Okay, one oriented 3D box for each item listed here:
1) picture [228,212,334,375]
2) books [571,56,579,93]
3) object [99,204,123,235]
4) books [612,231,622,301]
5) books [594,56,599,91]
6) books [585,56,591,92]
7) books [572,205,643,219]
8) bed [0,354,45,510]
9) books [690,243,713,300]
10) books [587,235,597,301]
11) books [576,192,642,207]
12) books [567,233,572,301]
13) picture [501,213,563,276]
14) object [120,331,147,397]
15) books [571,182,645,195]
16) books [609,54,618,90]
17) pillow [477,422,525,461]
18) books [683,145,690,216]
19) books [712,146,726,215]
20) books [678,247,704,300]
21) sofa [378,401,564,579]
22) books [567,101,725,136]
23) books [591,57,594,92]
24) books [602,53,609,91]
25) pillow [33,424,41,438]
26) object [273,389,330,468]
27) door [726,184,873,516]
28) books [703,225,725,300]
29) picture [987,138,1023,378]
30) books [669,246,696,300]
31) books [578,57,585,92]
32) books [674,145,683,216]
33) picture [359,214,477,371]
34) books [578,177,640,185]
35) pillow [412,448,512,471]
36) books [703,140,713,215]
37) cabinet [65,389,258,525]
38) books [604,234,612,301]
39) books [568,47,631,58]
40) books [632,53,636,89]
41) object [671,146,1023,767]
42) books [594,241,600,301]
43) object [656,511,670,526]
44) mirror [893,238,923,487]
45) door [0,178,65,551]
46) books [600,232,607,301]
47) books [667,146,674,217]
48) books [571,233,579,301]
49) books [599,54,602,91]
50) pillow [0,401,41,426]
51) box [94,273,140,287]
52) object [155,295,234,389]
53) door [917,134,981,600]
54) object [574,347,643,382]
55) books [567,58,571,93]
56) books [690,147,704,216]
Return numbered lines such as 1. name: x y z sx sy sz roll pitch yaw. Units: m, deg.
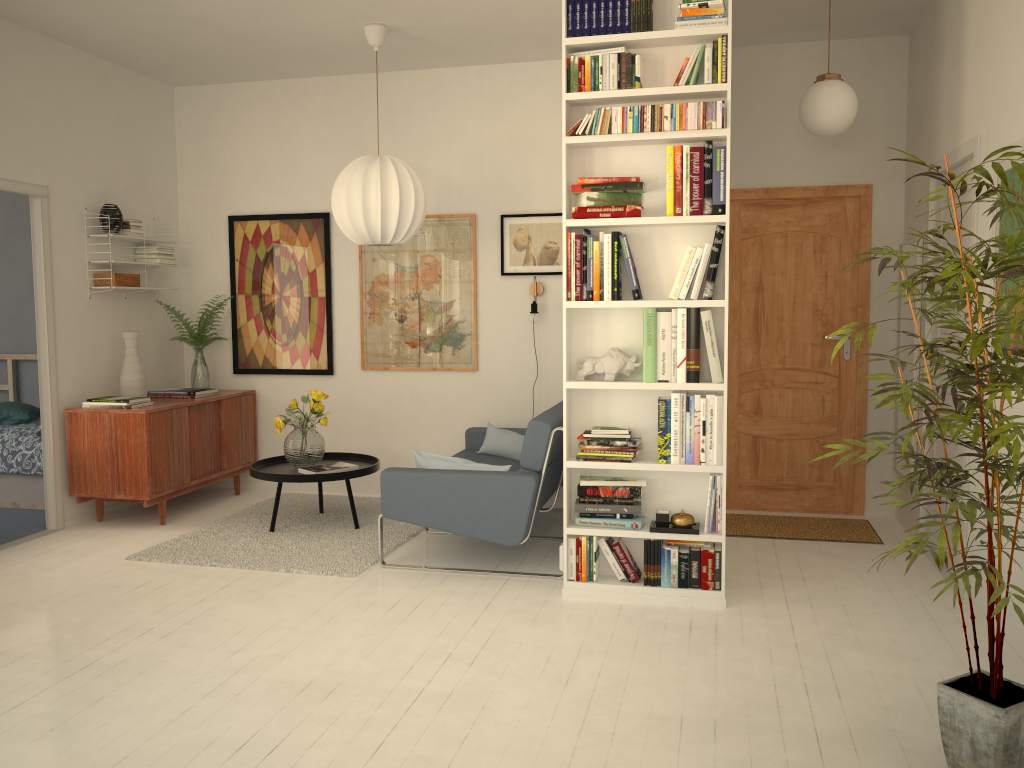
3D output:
1. picture: -1.641 -0.631 6.290 0.778 1.133 0.018 1 5 13
2. books: 0.291 -1.345 3.926 0.034 0.162 0.197 1 5 13
3. object: -2.511 -1.030 5.554 0.139 0.200 0.139 -3 6 -33
4. books: 0.468 -0.522 3.945 0.033 0.306 0.150 1 5 13
5. books: 0.388 -1.345 3.917 0.024 0.155 0.188 1 5 13
6. books: 0.348 -1.341 3.910 0.023 0.152 0.199 1 5 13
7. books: 0.432 -0.753 3.945 0.301 0.056 0.202 1 5 13
8. bed: -3.486 0.300 6.306 1.656 0.973 0.934 1 5 13
9. books: 0.832 -0.488 3.884 0.092 0.244 0.197 1 5 13
10. books: 0.365 -0.517 3.982 0.030 0.289 0.200 1 5 13
11. books: 0.432 -0.813 3.949 0.268 0.064 0.128 -2 5 -16
12. books: 0.277 -0.525 4.017 0.021 0.301 0.222 1 5 13
13. picture: 0.161 -0.919 5.845 0.481 0.402 0.015 1 5 13
14. object: -2.414 -0.111 5.647 0.158 0.445 0.160 -4 6 -37
15. books: 0.436 -0.865 3.957 0.314 0.035 0.205 1 5 13
16. books: 0.456 -1.341 3.894 0.035 0.158 0.200 1 5 13
17. pillow: 0.044 0.387 5.665 0.540 0.277 0.157 1 5 15
18. books: 0.763 -0.872 3.868 0.029 0.301 0.185 1 5 13
19. books: 0.895 -0.864 3.829 0.054 0.289 0.179 1 5 13
20. books: 0.784 -0.480 3.872 0.105 0.225 0.138 1 5 13
21. sofa: -0.045 0.490 5.044 0.964 0.773 1.604 1 5 13
22. books: 0.591 -1.135 3.887 0.664 0.110 0.278 1 5 13
23. books: 0.369 -1.342 3.921 0.013 0.149 0.209 1 5 13
24. books: 0.427 -1.345 3.909 0.028 0.159 0.223 1 5 13
25. pillow: -3.025 0.177 6.008 0.237 0.338 0.437 1 5 11
26. object: -1.261 0.268 5.347 0.361 0.471 0.291 -4 6 -38
27. door: 1.741 -0.203 5.581 0.931 2.032 0.160 1 5 13
28. books: 0.880 -0.525 3.862 0.092 0.318 0.179 1 5 13
29. picture: 1.835 -0.446 3.167 0.012 0.876 0.822 1 5 13
30. books: 0.747 -0.482 3.873 0.115 0.232 0.133 1 5 13
31. books: 0.323 -1.340 3.922 0.030 0.149 0.202 1 5 13
32. books: 0.733 -0.874 3.880 0.039 0.301 0.199 1 5 13
33. picture: -0.647 -0.618 6.062 0.838 1.052 0.012 1 5 13
34. books: 0.426 -0.894 3.949 0.266 0.026 0.203 0 5 3
35. pillow: -0.251 0.489 4.426 0.533 0.353 0.141 1 5 13
36. books: 0.849 -0.879 3.840 0.039 0.317 0.161 1 5 13
37. cabinet: -2.250 0.457 5.857 0.546 0.727 1.263 1 5 13
38. books: 0.438 -0.516 3.961 0.032 0.290 0.189 1 5 13
39. books: 0.398 -1.434 3.905 0.255 0.022 0.189 2 6 23
40. books: 0.539 -1.341 3.870 0.016 0.158 0.146 1 5 13
41. object: 1.189 0.196 2.939 0.778 1.710 2.089 -1 5 -6
42. books: 0.390 -0.500 3.970 0.024 0.260 0.199 1 5 13
43. object: 0.675 0.601 3.968 0.058 0.055 0.058 1 5 13
44. mirror: 2.272 -0.131 5.098 0.029 1.369 0.500 1 5 13
45. door: -3.235 -0.105 4.889 0.882 2.032 0.956 1 5 13
46. books: 0.415 -0.522 3.980 0.020 0.304 0.193 1 5 13
47. books: 0.700 -0.877 3.894 0.032 0.300 0.200 1 5 13
48. books: 0.293 -0.524 4.007 0.015 0.300 0.207 1 5 13
49. books: 0.403 -1.341 3.897 0.012 0.155 0.209 1 5 13
50. pillow: -3.539 0.204 6.259 0.378 0.153 0.415 -1 5 -10
51. box: -2.517 -0.660 5.656 0.152 0.084 0.266 1 5 13
52. object: -2.184 -0.286 6.238 0.476 0.685 0.398 1 5 15
53. door: 2.163 -0.093 4.305 0.166 2.032 0.956 1 5 13
54. object: 0.435 -0.089 3.968 0.311 0.150 0.137 2 5 21
55. books: 0.270 -1.346 3.956 0.019 0.156 0.205 1 5 13
56. books: 0.804 -0.867 3.852 0.059 0.291 0.182 1 5 13
